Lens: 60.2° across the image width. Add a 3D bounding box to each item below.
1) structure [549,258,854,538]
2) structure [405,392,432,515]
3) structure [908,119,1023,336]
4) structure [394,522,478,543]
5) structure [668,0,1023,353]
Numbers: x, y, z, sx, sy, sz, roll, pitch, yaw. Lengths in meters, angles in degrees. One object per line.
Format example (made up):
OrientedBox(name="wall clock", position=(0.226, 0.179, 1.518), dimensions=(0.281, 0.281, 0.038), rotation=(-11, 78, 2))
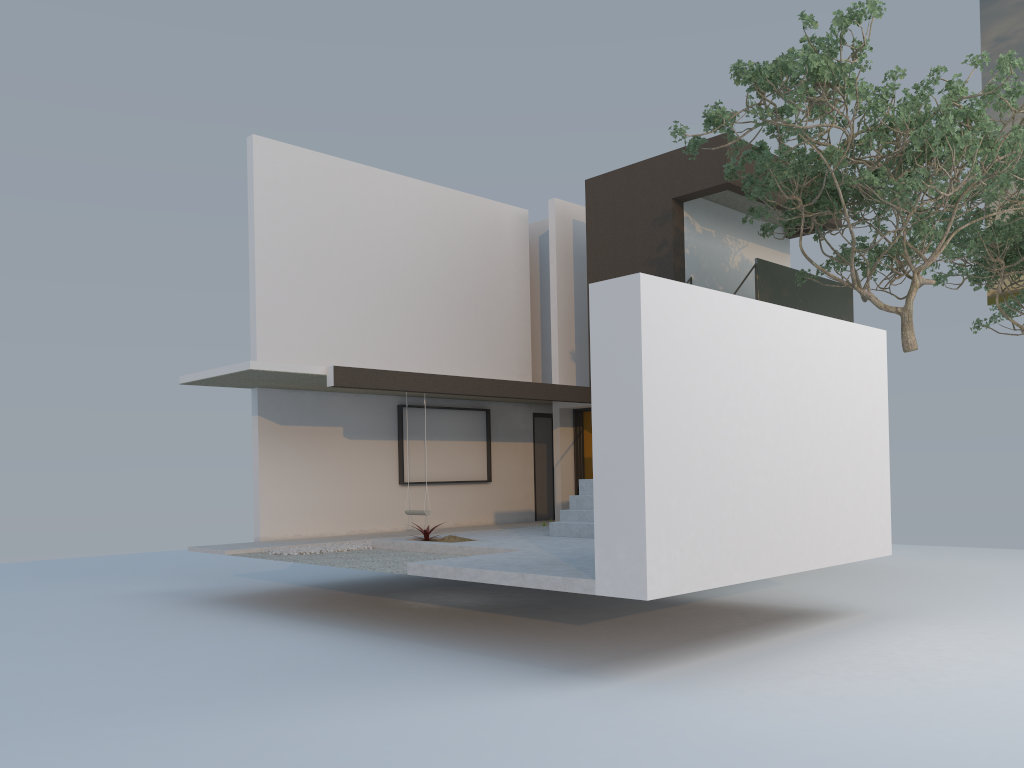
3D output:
OrientedBox(name="structure", position=(3.196, 0.149, 13.398), dimensions=(6.551, 3.941, 1.160), rotation=(3, -4, -44))
OrientedBox(name="structure", position=(-1.364, 0.943, 12.635), dimensions=(0.129, 1.865, 0.463), rotation=(-1, -1, -44))
OrientedBox(name="structure", position=(9.889, -2.047, 15.203), dimensions=(5.517, 4.695, 7.316), rotation=(-3, -5, 26))
OrientedBox(name="structure", position=(-0.950, 1.933, 11.330), dimensions=(0.747, 0.291, 1.207), rotation=(4, -8, -44))
OrientedBox(name="structure", position=(4.761, -2.246, 11.029), dimensions=(4.341, 3.694, 5.757), rotation=(-3, -5, 26))
